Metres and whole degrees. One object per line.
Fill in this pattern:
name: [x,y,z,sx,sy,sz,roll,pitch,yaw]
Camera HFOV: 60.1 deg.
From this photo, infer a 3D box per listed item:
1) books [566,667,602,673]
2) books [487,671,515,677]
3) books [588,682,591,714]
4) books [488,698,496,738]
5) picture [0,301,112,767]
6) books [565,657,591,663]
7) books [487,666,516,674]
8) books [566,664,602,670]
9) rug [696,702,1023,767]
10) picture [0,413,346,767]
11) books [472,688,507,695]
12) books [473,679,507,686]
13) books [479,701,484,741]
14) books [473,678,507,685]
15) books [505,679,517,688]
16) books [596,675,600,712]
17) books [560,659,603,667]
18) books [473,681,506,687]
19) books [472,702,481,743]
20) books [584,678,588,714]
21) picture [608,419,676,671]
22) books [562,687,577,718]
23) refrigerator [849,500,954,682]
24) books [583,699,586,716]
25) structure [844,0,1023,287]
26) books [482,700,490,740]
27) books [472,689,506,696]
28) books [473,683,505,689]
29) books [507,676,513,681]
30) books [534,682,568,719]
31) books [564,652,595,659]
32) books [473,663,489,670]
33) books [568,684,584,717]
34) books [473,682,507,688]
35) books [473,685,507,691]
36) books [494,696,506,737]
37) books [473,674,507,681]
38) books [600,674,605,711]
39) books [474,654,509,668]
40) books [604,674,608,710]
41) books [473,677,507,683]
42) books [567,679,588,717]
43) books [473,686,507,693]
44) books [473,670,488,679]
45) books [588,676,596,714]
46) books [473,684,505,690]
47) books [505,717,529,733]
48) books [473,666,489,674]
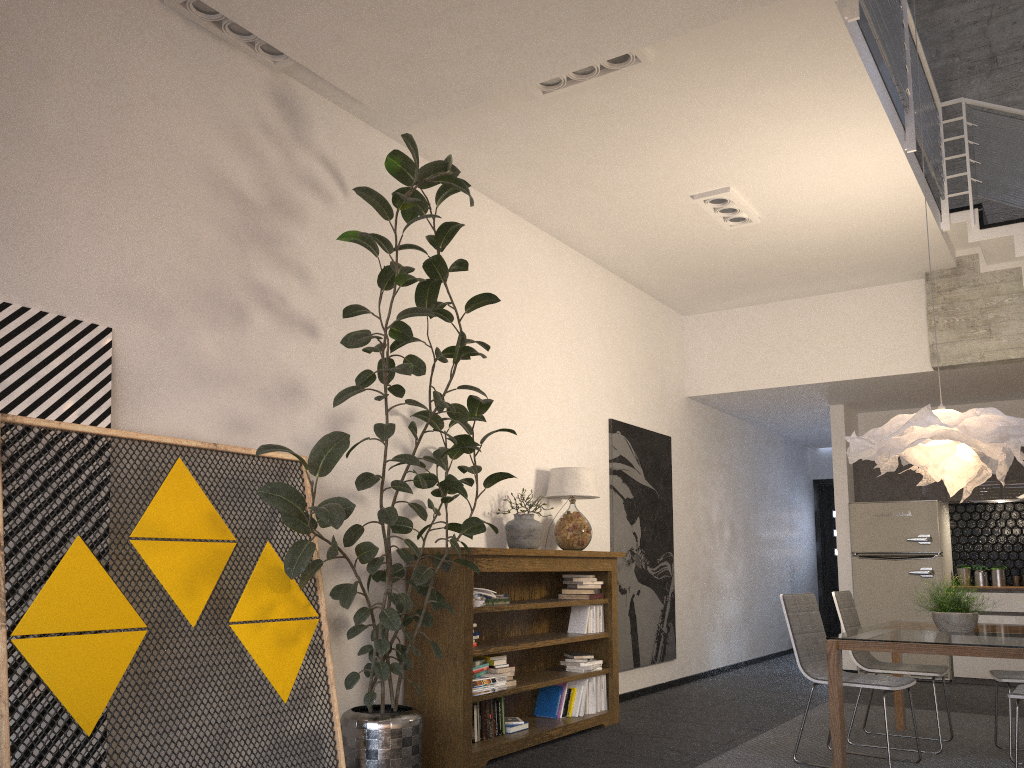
books: [0.487,1.932,6.000,0.155,0.020,0.206,-10,-16,42]
books: [-0.133,1.720,5.269,0.244,0.023,0.176,-9,-15,39]
books: [0.465,2.122,6.001,0.155,0.203,0.021,-6,-11,33]
books: [-0.184,1.931,5.164,0.172,0.239,0.085,-6,-11,33]
picture: [-1.803,0.672,2.985,0.208,2.002,0.964,-5,-11,33]
books: [0.453,1.870,6.019,0.155,0.022,0.207,-2,-12,13]
books: [-0.122,1.694,5.271,0.226,0.029,0.180,-8,-14,35]
books: [0.491,1.913,6.006,0.175,0.019,0.245,-5,-12,23]
rug: [2.502,2.095,4.900,2.377,0.006,3.710,-7,-14,32]
picture: [-1.276,0.995,3.510,0.387,1.592,1.507,-5,-11,32]
books: [-0.210,1.720,4.986,0.219,0.007,0.306,-9,-14,37]
books: [-0.205,1.678,5.000,0.219,0.007,0.306,-8,-14,36]
books: [-0.245,1.912,5.071,0.172,0.239,0.056,-6,-11,33]
books: [-0.207,1.672,5.003,0.219,0.007,0.306,-8,-14,36]
books: [-0.122,1.769,5.248,0.244,0.033,0.181,-8,-14,34]
books: [0.524,2.122,6.092,0.175,0.242,0.019,-6,-11,33]
books: [0.472,1.894,6.020,0.175,0.023,0.244,-10,-16,42]
books: [-0.208,1.685,4.998,0.219,0.008,0.290,-8,-14,36]
books: [-0.272,1.903,5.020,0.168,0.239,0.100,-6,-11,33]
books: [0.433,2.101,5.993,0.176,0.241,0.024,-6,-11,33]
picture: [1.140,1.385,7.644,0.033,2.011,1.240,-5,-11,32]
books: [0.334,2.106,5.862,0.146,0.182,0.148,-7,-12,36]
refrigerator: [3.901,2.043,8.830,0.831,1.697,0.774,-6,-11,33]
books: [0.424,2.110,5.940,0.155,0.201,0.073,-6,-11,33]
structure: [3.462,-1.857,6.082,4.244,8.239,8.514,-6,-12,33]
books: [-0.216,1.929,5.113,0.172,0.223,0.083,-6,-11,33]
books: [-0.209,1.727,4.987,0.219,0.008,0.306,-7,-14,32]
books: [-0.214,1.695,4.995,0.219,0.008,0.290,-9,-15,38]
books: [-0.132,1.741,5.252,0.228,0.023,0.167,-7,-13,31]
books: [0.258,2.075,5.833,0.172,0.225,0.166,-6,-11,33]
books: [0.454,1.849,6.030,0.147,0.023,0.223,3,-12,-15]
books: [-0.267,1.615,5.078,0.193,0.014,0.257,-4,-12,21]
books: [0.389,2.102,5.886,0.155,0.192,0.105,-6,-11,33]
books: [-0.209,1.691,5.003,0.219,0.006,0.306,-9,-14,37]
books: [-0.208,1.705,4.988,0.219,0.013,0.306,-9,-14,37]
books: [-0.135,1.942,5.217,0.168,0.239,0.104,-6,-11,33]
books: [-0.208,1.657,5.009,0.219,0.013,0.306,-9,-14,37]
books: [0.561,2.134,6.151,0.176,0.241,0.024,-6,-11,33]
books: [-0.140,1.647,5.283,0.217,0.068,0.159,-10,-15,42]
books: [0.580,2.139,6.176,0.175,0.242,0.040,-6,-11,33]
books: [-0.210,1.665,5.007,0.219,0.007,0.306,-9,-14,37]
books: [0.412,2.089,5.921,0.175,0.233,0.101,-6,-11,33]
books: [-0.209,1.713,4.989,0.219,0.008,0.306,-9,-14,37]
books: [-0.256,1.654,5.058,0.175,0.023,0.251,-3,-12,13]
books: [0.485,2.106,6.017,0.176,0.241,0.024,-6,-11,33]
books: [-0.213,1.700,4.993,0.219,0.008,0.290,-9,-15,38]
books: [-0.025,2.063,5.354,0.270,0.049,0.260,3,-12,-12]
books: [-0.256,1.631,5.061,0.175,0.023,0.251,-4,-12,18]
